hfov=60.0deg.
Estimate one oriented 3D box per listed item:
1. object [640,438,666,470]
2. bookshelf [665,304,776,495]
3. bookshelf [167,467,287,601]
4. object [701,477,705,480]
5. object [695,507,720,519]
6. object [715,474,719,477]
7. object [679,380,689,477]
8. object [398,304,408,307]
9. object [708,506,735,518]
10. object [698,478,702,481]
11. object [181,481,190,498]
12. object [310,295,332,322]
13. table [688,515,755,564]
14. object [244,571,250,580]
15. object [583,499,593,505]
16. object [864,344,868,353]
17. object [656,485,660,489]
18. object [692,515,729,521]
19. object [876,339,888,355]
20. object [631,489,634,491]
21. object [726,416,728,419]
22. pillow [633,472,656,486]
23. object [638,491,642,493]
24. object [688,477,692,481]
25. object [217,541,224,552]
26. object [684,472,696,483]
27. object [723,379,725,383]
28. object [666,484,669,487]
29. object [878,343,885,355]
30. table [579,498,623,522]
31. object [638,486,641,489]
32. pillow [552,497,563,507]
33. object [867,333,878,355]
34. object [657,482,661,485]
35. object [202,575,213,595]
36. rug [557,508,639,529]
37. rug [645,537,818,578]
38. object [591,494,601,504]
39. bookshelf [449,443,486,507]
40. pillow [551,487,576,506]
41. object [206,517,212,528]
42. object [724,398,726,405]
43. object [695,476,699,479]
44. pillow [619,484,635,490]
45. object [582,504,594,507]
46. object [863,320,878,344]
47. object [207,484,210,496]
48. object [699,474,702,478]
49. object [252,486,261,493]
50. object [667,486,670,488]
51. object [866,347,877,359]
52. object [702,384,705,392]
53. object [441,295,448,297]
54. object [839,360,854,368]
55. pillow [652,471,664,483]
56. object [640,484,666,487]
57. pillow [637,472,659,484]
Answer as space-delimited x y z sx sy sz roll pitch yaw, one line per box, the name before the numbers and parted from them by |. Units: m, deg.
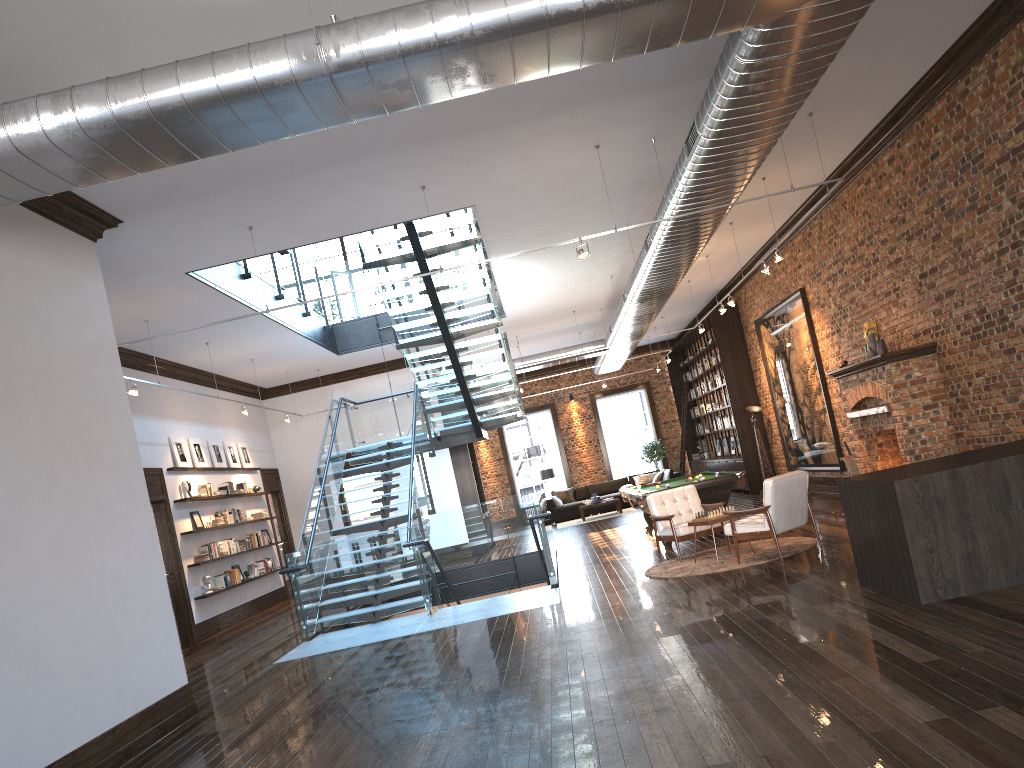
object | 4.178 2.502 25.736 0.815 1.859 0.800 -13 -2 10
bookshelf | 5.038 0.678 22.310 0.600 3.985 7.437 -12 -5 1
bookshelf | -4.855 2.464 15.523 0.200 2.047 4.092 -12 -5 1
object | 2.775 1.377 12.872 0.057 0.057 0.056 -16 -5 41
object | 2.256 1.471 10.222 0.332 0.100 0.076 -10 -4 -23
object | 2.966 1.332 12.847 0.057 0.057 0.057 -14 -4 24
object | 4.823 1.489 24.922 0.897 3.068 0.496 -12 -1 2
object | -2.423 -1.644 17.654 0.536 0.767 0.525 -11 -3 -28
object | 2.352 1.424 9.984 0.332 0.100 0.076 -10 -4 -23
object | 2.680 1.370 12.614 0.057 0.057 0.057 -13 -4 7
object | -5.103 1.660 13.863 0.099 0.287 0.097 -14 -2 44
object | -4.499 -1.300 21.853 0.806 1.859 0.809 -11 -3 -40
table | 2.368 1.758 10.089 0.513 0.493 0.467 -11 -4 -23
object | -4.683 3.377 15.678 0.106 0.151 0.082 -12 -2 1
object | 1.910 2.957 22.157 0.221 0.159 0.216 -17 -6 44
object | 4.670 -0.412 11.548 0.117 0.249 0.119 -11 -3 -40
object | 2.213 1.562 13.452 0.057 0.057 0.056 -15 -5 39
object | 2.318 1.508 10.102 0.386 0.028 0.392 -10 -6 -23
object | 4.679 -0.446 11.219 0.121 0.242 0.120 -13 -2 22
object | 1.923 1.702 14.169 0.057 0.057 0.057 -12 -4 0
object | 5.266 0.902 21.360 0.166 0.282 0.015 -12 -1 2
pillow | 3.654 2.622 24.108 0.704 0.337 0.270 -13 -3 3
object | 1.863 1.586 12.952 0.057 0.057 0.057 -9 -5 -41
object | 2.766 1.474 13.765 0.056 0.057 0.057 -10 -4 -33
object | -4.842 2.697 14.707 0.148 0.187 0.127 -13 -3 17
object | 2.847 1.495 14.214 0.028 0.072 1.604 -13 -6 17
object | 4.998 -0.071 20.667 0.095 0.136 0.237 -12 -5 -15
object | 2.306 1.510 13.153 0.056 0.057 0.057 -11 -4 -28
object | 4.626 -0.414 11.103 0.082 0.178 0.081 -14 -3 44
table | 2.229 3.168 22.376 1.001 0.344 1.005 -13 -5 2
object | 2.116 1.719 14.730 0.058 0.057 0.057 -13 -4 3
pillow | 1.220 3.160 23.860 0.244 0.304 0.575 -13 -5 2
object | 4.646 -0.474 11.403 0.147 0.349 0.144 -14 -2 38
object | 2.395 1.628 14.446 0.056 0.057 0.057 -9 -5 -40
object | -4.775 3.136 13.853 0.164 0.281 0.173 -11 -3 -29
rug | 2.118 3.357 22.252 2.023 0.003 2.123 -13 -6 2
rug | 2.496 1.985 10.200 1.972 0.015 1.977 -13 -6 4
object | 2.099 2.886 22.314 0.217 0.250 0.214 -15 -4 35
bookshelf | -0.985 1.969 19.677 0.401 3.507 1.787 -12 -2 1
pillow | 1.391 3.086 24.242 0.701 0.438 0.305 -13 -3 2
object | -4.960 2.268 14.554 0.059 0.186 0.121 -14 -3 37
object | 4.973 0.372 20.644 0.069 0.287 0.118 -12 -2 -5
object | 2.863 1.446 13.703 0.057 0.057 0.057 -13 -4 2
pillow | 3.103 2.821 23.921 0.409 0.203 0.613 -12 -5 0
object | 1.915 3.027 22.145 0.269 0.018 0.201 -15 -7 26
object | 4.763 -0.552 11.798 0.125 0.534 0.410 -12 -3 1
object | -5.048 1.757 14.551 0.154 0.206 0.010 -13 -1 2
object | 2.979 1.454 14.022 0.056 0.057 0.057 -9 -5 -43
object | -4.900 2.009 16.869 0.279 0.135 0.125 -9 -4 -31
object | 2.216 1.464 12.541 0.057 0.057 0.057 -13 -4 7
object | 4.538 -0.379 11.204 0.137 0.169 0.135 -15 -4 44
object | 4.995 0.133 23.135 0.075 0.254 0.088 -12 -2 -8
object | -1.148 -1.931 17.595 0.542 0.767 0.519 -13 -3 12
object | 4.448 -0.267 11.765 0.238 0.105 0.237 -13 -5 12
pillow | 3.864 2.514 23.452 0.314 0.354 0.631 -12 -5 1
object | 2.266 1.626 14.239 0.028 0.072 1.616 -12 -6 -7
pillow | 3.712 2.563 23.926 0.612 0.360 0.288 -13 -3 6
